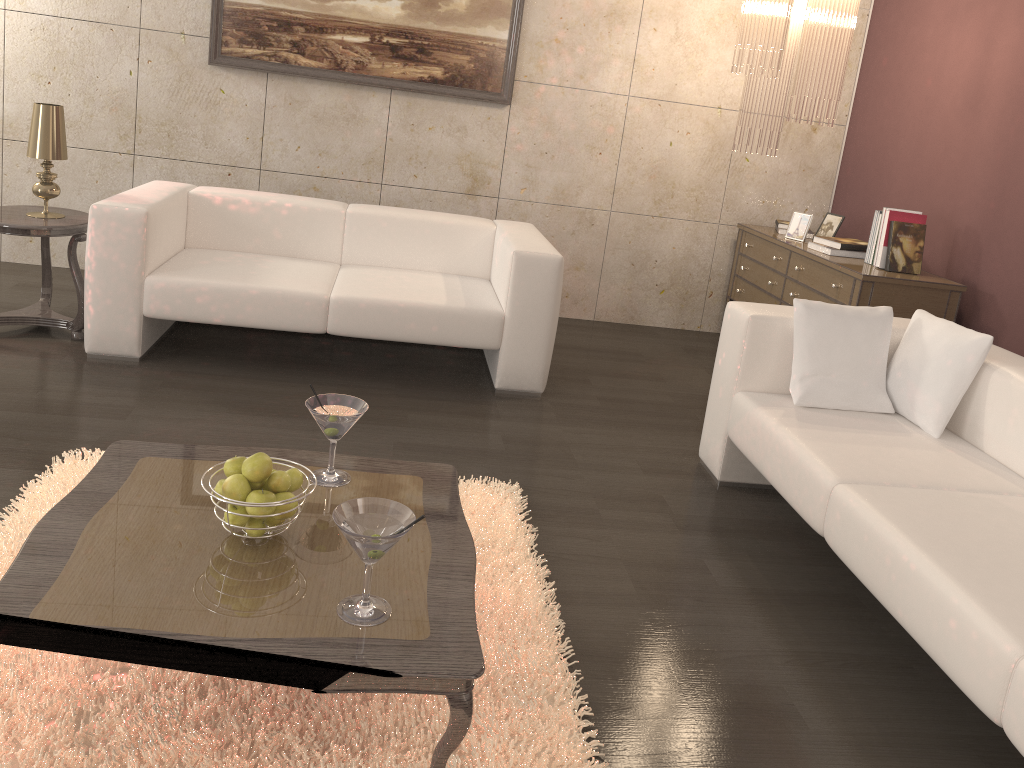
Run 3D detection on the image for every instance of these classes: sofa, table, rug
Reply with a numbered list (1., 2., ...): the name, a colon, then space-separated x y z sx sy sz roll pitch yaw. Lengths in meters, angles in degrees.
1. sofa: -0.832 -0.499 4.192 2.022 0.635 0.971 5 16 -8
2. table: -0.544 0.462 1.892 0.902 0.295 0.942 5 17 -10
3. table: -2.096 -0.488 3.903 0.526 0.509 0.524 11 15 13
4. sofa: 1.377 0.460 2.138 0.941 0.634 2.867 5 18 -9
5. rug: -0.580 0.594 1.933 1.506 0.066 2.058 5 18 -9

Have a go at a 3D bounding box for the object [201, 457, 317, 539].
1. object: -0.532 0.255 1.847 0.238 0.116 0.236 19 20 34

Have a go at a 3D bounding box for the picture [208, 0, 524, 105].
1. picture: -0.801 -2.085 4.964 1.712 0.776 0.054 5 12 -8

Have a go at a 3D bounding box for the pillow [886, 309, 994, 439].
1. pillow: 1.432 -0.046 3.023 0.169 0.352 0.387 5 15 -11

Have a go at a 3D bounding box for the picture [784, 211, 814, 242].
1. picture: 1.606 -0.883 4.930 0.051 0.153 0.131 -2 17 -37

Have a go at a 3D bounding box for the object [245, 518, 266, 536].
1. object: -0.530 0.297 1.821 0.043 0.042 0.045 6 15 -5

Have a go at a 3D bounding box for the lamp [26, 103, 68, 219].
1. lamp: -2.019 -0.970 3.826 0.161 0.472 0.162 13 13 24

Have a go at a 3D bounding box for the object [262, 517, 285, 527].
1. object: -0.506 0.276 1.875 0.055 0.053 0.056 8 15 2

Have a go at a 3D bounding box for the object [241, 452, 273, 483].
1. object: -0.527 0.172 1.821 0.062 0.062 0.064 6 15 -9

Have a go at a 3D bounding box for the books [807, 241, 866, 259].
1. books: 1.734 -0.694 4.586 0.307 0.035 0.231 3 18 -13

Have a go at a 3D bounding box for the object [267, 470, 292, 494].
1. object: -0.487 0.206 1.841 0.050 0.048 0.047 9 15 6

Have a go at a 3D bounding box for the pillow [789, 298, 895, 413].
1. pillow: 1.155 -0.101 3.081 0.375 0.350 0.191 5 13 -10

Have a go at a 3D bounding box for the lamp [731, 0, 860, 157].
1. lamp: 1.457 -2.444 4.000 0.490 2.767 0.490 14 13 27

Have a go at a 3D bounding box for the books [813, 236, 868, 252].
1. books: 1.753 -0.728 4.590 0.288 0.033 0.217 0 19 -23

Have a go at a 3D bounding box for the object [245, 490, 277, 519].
1. object: -0.508 0.244 1.783 0.061 0.053 0.064 4 16 -15

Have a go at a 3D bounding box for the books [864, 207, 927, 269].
1. books: 1.854 -0.703 4.261 0.204 0.282 0.183 6 14 -9

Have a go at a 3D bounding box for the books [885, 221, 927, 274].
1. books: 1.860 -0.645 4.165 0.172 0.232 0.070 6 12 -8

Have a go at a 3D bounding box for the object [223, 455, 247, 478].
1. object: -0.584 0.177 1.868 0.053 0.050 0.055 6 15 -8

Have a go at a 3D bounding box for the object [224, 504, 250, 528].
1. object: -0.559 0.267 1.793 0.051 0.047 0.053 4 15 -14

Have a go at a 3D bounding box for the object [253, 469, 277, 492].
1. object: -0.526 0.217 1.899 0.066 0.064 0.067 -5 20 -40

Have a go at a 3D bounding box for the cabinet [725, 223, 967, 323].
1. cabinet: 1.679 -0.374 4.794 0.531 0.711 1.574 6 17 -9

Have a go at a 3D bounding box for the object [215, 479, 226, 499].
1. object: -0.595 0.222 1.847 0.053 0.050 0.055 7 15 -5

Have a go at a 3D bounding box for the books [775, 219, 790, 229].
1. books: 1.661 -0.942 5.239 0.170 0.027 0.238 11 18 10

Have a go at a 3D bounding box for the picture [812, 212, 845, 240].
1. picture: 1.778 -0.872 4.945 0.077 0.167 0.144 2 15 -23

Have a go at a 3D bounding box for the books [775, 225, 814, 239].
1. books: 1.678 -0.910 5.242 0.202 0.031 0.282 11 18 10

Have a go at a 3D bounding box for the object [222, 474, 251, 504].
1. object: -0.564 0.215 1.801 0.057 0.060 0.064 -4 19 -38

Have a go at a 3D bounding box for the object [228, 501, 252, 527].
1. object: -0.567 0.266 1.859 0.068 0.062 0.070 18 18 35

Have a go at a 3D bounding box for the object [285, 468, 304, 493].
1. object: -0.475 0.207 1.890 0.054 0.053 0.055 -7 21 -45

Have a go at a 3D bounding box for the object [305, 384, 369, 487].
1. object: -0.433 0.128 2.144 0.151 0.211 0.155 4 14 -16

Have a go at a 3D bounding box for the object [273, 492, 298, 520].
1. object: -0.475 0.252 1.826 0.061 0.061 0.062 -6 20 -43

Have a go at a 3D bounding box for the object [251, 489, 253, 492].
1. object: -0.573 0.214 1.892 0.044 0.044 0.047 3 15 -17

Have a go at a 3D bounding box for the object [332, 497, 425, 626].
1. object: -0.261 0.320 1.622 0.151 0.211 0.155 -1 16 -32

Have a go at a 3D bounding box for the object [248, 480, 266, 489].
1. object: -0.543 0.199 1.861 0.046 0.042 0.046 -3 19 -36
